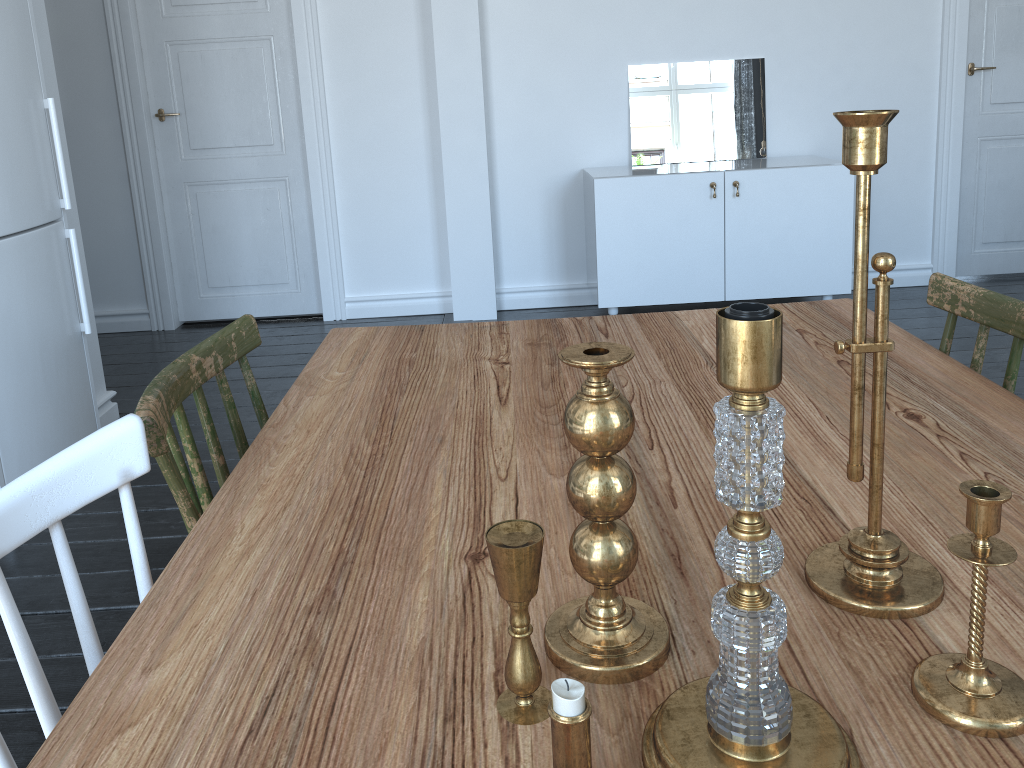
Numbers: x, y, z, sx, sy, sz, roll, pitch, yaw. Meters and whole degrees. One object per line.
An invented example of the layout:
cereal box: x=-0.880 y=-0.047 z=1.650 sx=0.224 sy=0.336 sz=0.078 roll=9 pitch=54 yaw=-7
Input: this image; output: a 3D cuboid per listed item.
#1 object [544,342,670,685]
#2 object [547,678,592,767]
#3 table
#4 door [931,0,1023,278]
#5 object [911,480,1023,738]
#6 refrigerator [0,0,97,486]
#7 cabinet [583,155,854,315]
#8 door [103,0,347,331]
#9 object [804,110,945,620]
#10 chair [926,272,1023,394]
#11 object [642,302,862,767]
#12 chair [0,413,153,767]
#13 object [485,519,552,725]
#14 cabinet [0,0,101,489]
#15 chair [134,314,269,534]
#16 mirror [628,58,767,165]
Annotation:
object: x=0.070 y=0.093 z=0.684 sx=0.101 sy=0.241 sz=0.103 roll=2 pitch=14 yaw=23
object: x=0.035 y=0.222 z=0.511 sx=0.102 sy=0.111 sz=0.105 roll=-7 pitch=16 yaw=-14
table: x=0.194 y=0.563 z=0.711 sx=1.018 sy=0.697 sz=2.294 roll=-3 pitch=18 yaw=0
door: x=2.770 y=-1.755 z=4.524 sx=1.169 sy=2.412 sz=0.119 roll=-3 pitch=12 yaw=0
object: x=0.322 y=0.147 z=0.608 sx=0.081 sy=0.156 sz=0.081 roll=-16 pitch=18 yaw=-41
refrigerator: x=-1.795 y=-0.524 z=2.644 sx=0.681 sy=1.756 sz=0.591 roll=-3 pitch=13 yaw=0
cabinet: x=0.991 y=-0.712 z=4.367 sx=1.200 sy=0.717 sz=0.607 roll=-3 pitch=15 yaw=0
door: x=-1.475 y=-1.507 z=4.503 sx=1.041 sy=2.412 sz=0.119 roll=-3 pitch=12 yaw=0
object: x=0.306 y=-0.019 z=0.732 sx=0.115 sy=0.400 sz=0.115 roll=-13 pitch=16 yaw=-37
chair: x=0.534 y=0.300 z=1.275 sx=0.486 sy=0.806 sz=0.480 roll=-4 pitch=14 yaw=-1
object: x=0.148 y=0.102 z=0.549 sx=0.142 sy=0.303 sz=0.142 roll=9 pitch=18 yaw=41
chair: x=-0.218 y=0.496 z=0.791 sx=0.510 sy=0.821 sz=0.479 roll=-3 pitch=14 yaw=0
object: x=0.006 y=0.171 z=0.631 sx=0.049 sy=0.135 sz=0.050 roll=-3 pitch=13 yaw=0
cabinet: x=-1.943 y=-0.286 z=1.080 sx=0.780 sy=2.306 sz=3.904 roll=-2 pitch=17 yaw=4
chair: x=-0.209 y=0.343 z=1.273 sx=0.486 sy=0.806 sz=0.480 roll=-4 pitch=14 yaw=-1
mirror: x=0.952 y=-1.394 z=4.514 sx=0.695 sy=0.490 sz=0.055 roll=-3 pitch=12 yaw=0
